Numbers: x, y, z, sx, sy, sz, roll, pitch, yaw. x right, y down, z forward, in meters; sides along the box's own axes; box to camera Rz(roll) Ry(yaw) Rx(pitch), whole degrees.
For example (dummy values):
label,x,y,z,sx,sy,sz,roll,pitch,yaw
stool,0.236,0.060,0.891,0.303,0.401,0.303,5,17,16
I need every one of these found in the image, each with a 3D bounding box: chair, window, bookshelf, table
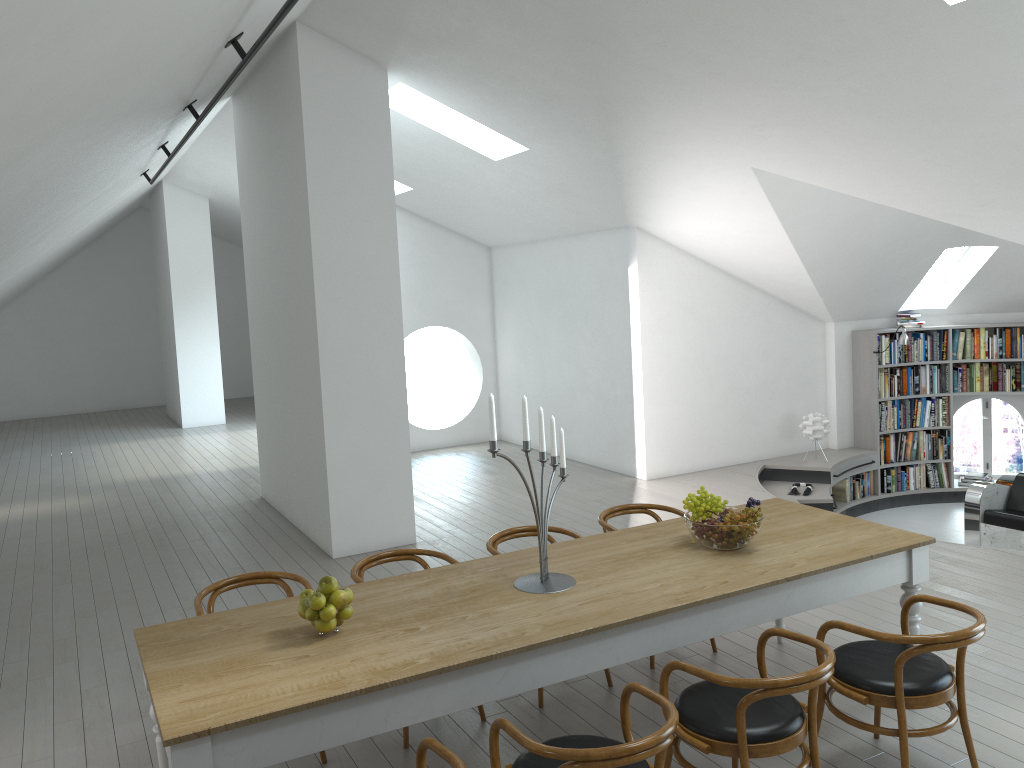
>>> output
label,x,y,z,sx,sy,sz,roll,pitch,yaw
chair,1.536,1.231,3.503,0.528,0.733,0.622,-6,6,-27
window,5.821,-1.391,8.779,1.934,0.711,4.061,-6,7,-27
chair,0.866,1.296,3.225,0.528,0.733,0.622,-6,6,-30
chair,4.856,1.252,8.328,0.742,0.718,0.824,-6,6,-32
chair,-0.396,1.437,2.516,0.528,0.733,0.622,-6,6,-31
chair,0.793,1.106,5.038,0.528,0.733,0.622,-5,6,-24
chair,-0.483,1.246,4.351,0.528,0.733,0.622,-6,6,-32
chair,0.169,1.178,4.670,0.528,0.733,0.622,-6,6,-27
bookshelf,5.911,0.370,8.914,2.111,1.876,4.339,-6,6,-27
chair,-1.155,1.310,4.081,0.528,0.733,0.622,-5,6,-24
window,6.451,0.672,9.792,0.618,1.148,3.233,-7,7,-41
table,0.260,1.230,3.806,3.352,0.797,1.020,-6,6,-27
chair,0.250,1.369,2.838,0.528,0.733,0.622,-5,6,-24

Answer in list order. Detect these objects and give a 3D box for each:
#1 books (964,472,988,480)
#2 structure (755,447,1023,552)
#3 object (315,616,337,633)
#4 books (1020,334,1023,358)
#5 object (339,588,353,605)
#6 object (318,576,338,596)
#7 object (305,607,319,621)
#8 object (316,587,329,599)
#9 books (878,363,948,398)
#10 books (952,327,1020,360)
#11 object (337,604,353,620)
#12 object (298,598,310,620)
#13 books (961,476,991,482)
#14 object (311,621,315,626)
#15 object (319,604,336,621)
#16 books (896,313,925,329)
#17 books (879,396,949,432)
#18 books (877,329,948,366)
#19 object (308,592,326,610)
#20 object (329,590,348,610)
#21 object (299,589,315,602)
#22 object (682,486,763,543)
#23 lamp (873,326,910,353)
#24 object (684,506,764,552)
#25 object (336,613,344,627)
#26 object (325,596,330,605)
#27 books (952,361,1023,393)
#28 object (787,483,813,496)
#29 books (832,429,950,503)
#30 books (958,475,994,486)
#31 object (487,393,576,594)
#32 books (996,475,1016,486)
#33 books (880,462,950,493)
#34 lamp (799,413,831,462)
label,x,y,z,sx,sy,sz,roll,pitch,yaw
books,5.480,1.085,10.464,0.213,0.036,0.227,2,8,39
structure,4.730,1.262,8.341,4.708,0.691,4.722,-1,6,18
object,-0.688,0.882,3.279,0.080,0.074,0.078,-1,6,18
books,6.051,-0.466,9.938,0.682,0.345,0.265,2,7,39
object,-0.638,0.809,3.358,0.072,0.063,0.071,-7,6,-34
object,-0.686,0.752,3.305,0.072,0.074,0.072,-6,6,-27
object,-0.731,0.842,3.246,0.053,0.053,0.051,-7,6,-36
object,-0.715,0.788,3.351,0.053,0.057,0.058,-4,5,-13
books,4.574,-0.046,10.299,1.088,0.347,0.303,-4,5,-12
books,5.434,-0.476,10.229,0.792,0.372,0.269,-1,5,16
object,-0.623,0.851,3.308,0.059,0.056,0.060,-6,6,-32
object,-0.757,0.836,3.294,0.076,0.076,0.077,0,6,29
books,5.482,1.116,10.466,0.269,0.031,0.286,2,8,39
object,-0.728,0.885,3.342,0.064,0.063,0.063,-4,5,-16
object,-0.673,0.835,3.239,0.062,0.059,0.062,-5,6,-23
books,5.779,-0.747,9.784,2.814,0.173,0.749,1,7,33
books,4.577,0.334,10.281,1.020,0.358,0.261,-4,5,-10
books,4.539,-0.429,10.253,1.033,0.360,0.301,-4,5,-11
object,-0.710,0.793,3.231,0.062,0.059,0.062,-6,6,-27
object,-0.641,0.800,3.284,0.066,0.071,0.073,0,6,32
object,-0.771,0.808,3.348,0.063,0.063,0.062,-1,6,25
object,0.975,0.618,4.111,0.393,0.283,0.293,0,6,27
lamp,4.226,-0.494,9.857,0.117,0.311,0.414,-6,6,-30
object,0.978,0.684,4.086,0.360,0.159,0.361,2,8,43
object,-0.657,0.889,3.340,0.051,0.050,0.050,-5,6,-23
object,-0.695,0.829,3.382,0.071,0.072,0.071,0,6,27
books,6.107,-0.059,9.714,2.530,0.370,0.592,3,8,43
object,2.974,1.082,9.106,0.218,0.082,0.474,0,7,25
books,4.350,0.904,10.262,1.641,0.694,0.391,-5,5,-17
books,5.483,1.150,10.469,0.365,0.042,0.389,0,7,29
object,0.073,0.418,3.656,0.265,0.873,0.777,0,6,37
books,5.790,1.131,10.250,0.292,0.099,0.318,-6,7,-26
books,4.668,1.067,10.383,0.918,0.319,0.283,-4,5,-9
lamp,3.318,0.580,9.701,0.306,0.524,0.306,-7,6,-39
